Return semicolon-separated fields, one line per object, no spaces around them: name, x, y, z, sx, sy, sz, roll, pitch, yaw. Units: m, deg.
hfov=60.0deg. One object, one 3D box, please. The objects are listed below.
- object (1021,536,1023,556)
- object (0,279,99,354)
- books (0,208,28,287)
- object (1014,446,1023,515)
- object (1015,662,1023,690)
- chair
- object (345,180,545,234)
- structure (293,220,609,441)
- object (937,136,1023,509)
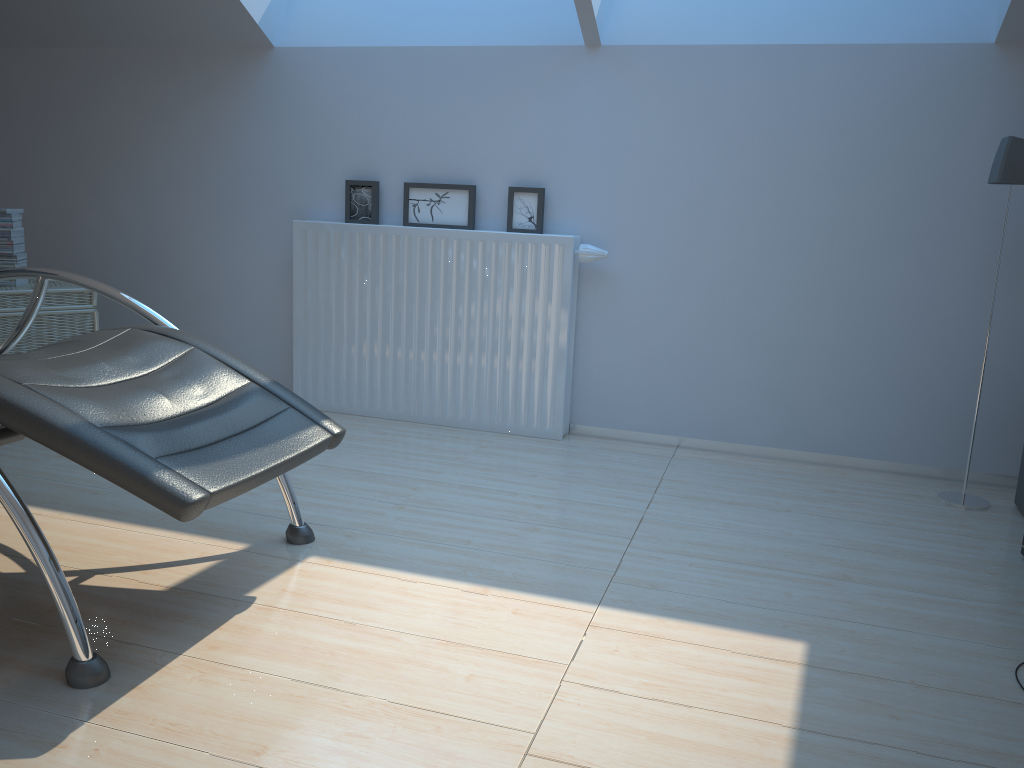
object;1.546;0.470;2.224;0.358;0.138;0.450;5;12;11
object;-2.148;-0.152;3.521;0.745;0.518;0.744;-8;15;-42
books;-1.974;-0.526;3.420;0.149;0.300;0.149;0;12;-12
object;1.810;0.244;2.664;0.401;0.424;0.400;6;12;16
object;1.269;0.552;1.775;1.163;0.141;0.394;-8;16;-43
chair;-1.404;-0.211;2.111;1.938;1.251;0.836;6;12;16
object;-0.283;-0.713;3.568;0.846;0.180;0.030;6;12;16
structure;-0.281;-0.231;3.628;1.324;0.800;0.120;6;12;16
object;1.538;-0.183;2.855;0.158;1.181;0.160;6;12;16
